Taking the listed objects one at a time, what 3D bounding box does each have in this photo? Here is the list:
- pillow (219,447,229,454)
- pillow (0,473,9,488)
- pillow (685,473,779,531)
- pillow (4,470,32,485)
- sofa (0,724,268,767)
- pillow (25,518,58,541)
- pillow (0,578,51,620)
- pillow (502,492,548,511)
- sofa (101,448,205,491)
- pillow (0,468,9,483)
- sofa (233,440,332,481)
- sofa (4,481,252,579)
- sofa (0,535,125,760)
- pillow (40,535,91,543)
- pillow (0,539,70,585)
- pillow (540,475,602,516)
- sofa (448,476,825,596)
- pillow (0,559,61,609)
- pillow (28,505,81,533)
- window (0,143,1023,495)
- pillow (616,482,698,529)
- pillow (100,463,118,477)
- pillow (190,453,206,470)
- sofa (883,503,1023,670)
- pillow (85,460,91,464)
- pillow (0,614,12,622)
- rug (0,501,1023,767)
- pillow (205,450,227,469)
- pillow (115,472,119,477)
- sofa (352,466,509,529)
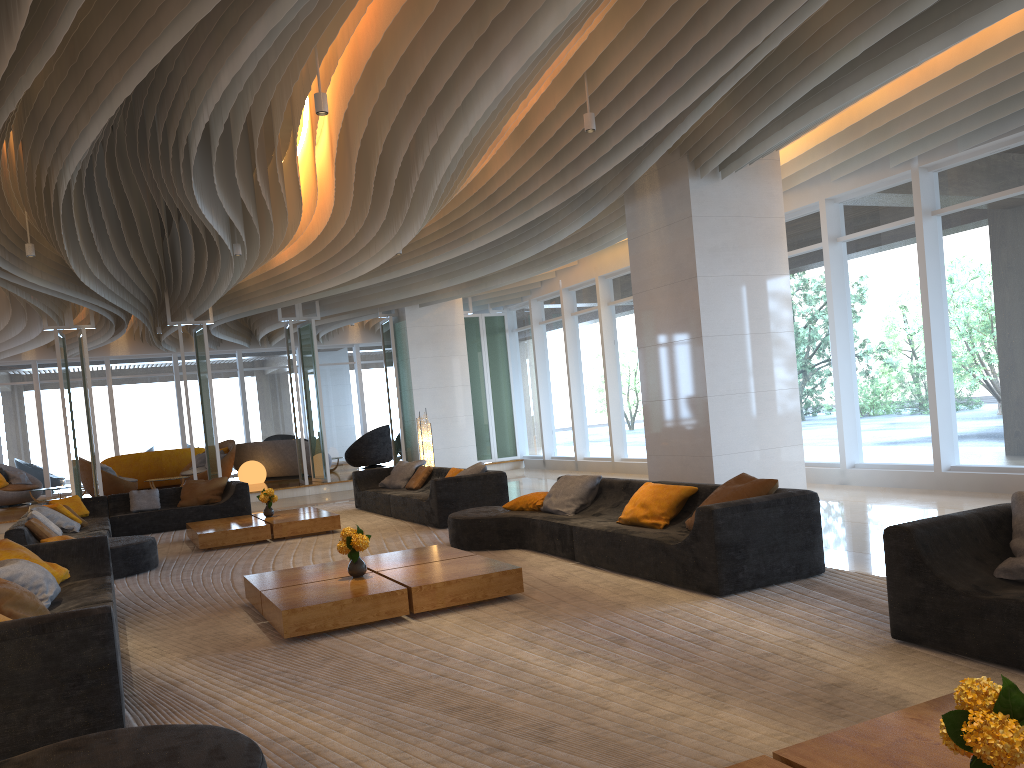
[{"bbox_3d":[-6.486,1.615,19.635,0.597,0.423,0.377,-6,0,43],"label":"pillow"},{"bbox_3d":[-11.001,2.023,18.800,0.474,0.455,0.617,-5,0,-9],"label":"pillow"},{"bbox_3d":[1.543,0.854,6.287,0.548,0.378,0.637,-5,-1,-3],"label":"pillow"},{"bbox_3d":[-10.841,2.055,19.472,0.457,0.409,0.510,-5,0,32],"label":"pillow"},{"bbox_3d":[-1.169,1.179,2.022,1.370,0.577,2.226,-5,-1,-25],"label":"sofa"},{"bbox_3d":[-4.817,1.531,9.146,0.332,0.311,0.419,-5,0,-24],"label":"pillow"},{"bbox_3d":[-2.749,1.226,4.814,0.448,0.410,0.594,-5,0,-23],"label":"pillow"},{"bbox_3d":[0.224,1.157,8.707,0.443,0.193,0.593,-6,-1,29],"label":"pillow"},{"bbox_3d":[-8.138,1.976,20.265,2.597,0.902,1.094,-4,-1,-36],"label":"sofa"},{"bbox_3d":[-11.151,2.029,19.171,0.370,0.423,0.608,-5,0,8],"label":"pillow"},{"bbox_3d":[-5.263,1.706,20.028,2.533,0.902,1.121,-6,0,24],"label":"sofa"},{"bbox_3d":[-4.458,1.690,10.988,2.857,0.654,5.027,-5,-2,-25],"label":"sofa"},{"bbox_3d":[-2.945,1.433,5.428,0.952,0.583,3.732,-5,-1,-25],"label":"sofa"},{"bbox_3d":[-4.464,1.598,8.975,0.409,0.136,0.418,-5,-1,8],"label":"pillow"},{"bbox_3d":[-3.620,1.332,6.518,0.548,0.378,0.637,-5,-1,-3],"label":"pillow"},{"bbox_3d":[0.531,1.062,8.286,0.467,0.417,0.657,-5,-1,-25],"label":"pillow"},{"bbox_3d":[0.677,1.159,7.471,1.367,0.583,4.092,-5,-2,-26],"label":"sofa"},{"bbox_3d":[-3.176,1.329,5.747,0.425,0.377,0.580,-5,-1,-23],"label":"pillow"},{"bbox_3d":[-5.550,1.637,10.771,0.553,0.377,0.643,-5,-1,-30],"label":"pillow"},{"bbox_3d":[1.723,-0.410,10.326,53.759,3.224,22.421,-6,-2,30],"label":"window"},{"bbox_3d":[1.123,0.991,7.016,0.455,0.394,0.629,-5,-1,-26],"label":"pillow"},{"bbox_3d":[-8.162,1.734,17.740,0.479,0.455,0.611,-5,0,-44],"label":"pillow"},{"bbox_3d":[-6.878,1.671,19.717,0.613,0.455,0.477,-5,0,26],"label":"pillow"},{"bbox_3d":[3.053,0.808,2.665,1.350,0.583,4.143,-5,-2,-18],"label":"sofa"},{"bbox_3d":[-8.501,1.753,17.952,0.376,0.423,0.598,-5,0,-27],"label":"pillow"},{"bbox_3d":[-2.551,1.170,4.205,0.629,0.378,0.555,-6,-1,42],"label":"pillow"},{"bbox_3d":[-1.102,1.597,6.692,5.575,0.022,16.025,-4,-2,-25],"label":"rug"},{"bbox_3d":[-6.421,1.644,19.221,0.468,0.409,0.498,-5,0,-23],"label":"pillow"},{"bbox_3d":[-8.411,1.802,18.369,0.464,0.409,0.502,-5,0,-3],"label":"pillow"},{"bbox_3d":[-1.207,1.455,11.953,0.952,0.583,3.732,-5,-1,-25],"label":"sofa"}]
